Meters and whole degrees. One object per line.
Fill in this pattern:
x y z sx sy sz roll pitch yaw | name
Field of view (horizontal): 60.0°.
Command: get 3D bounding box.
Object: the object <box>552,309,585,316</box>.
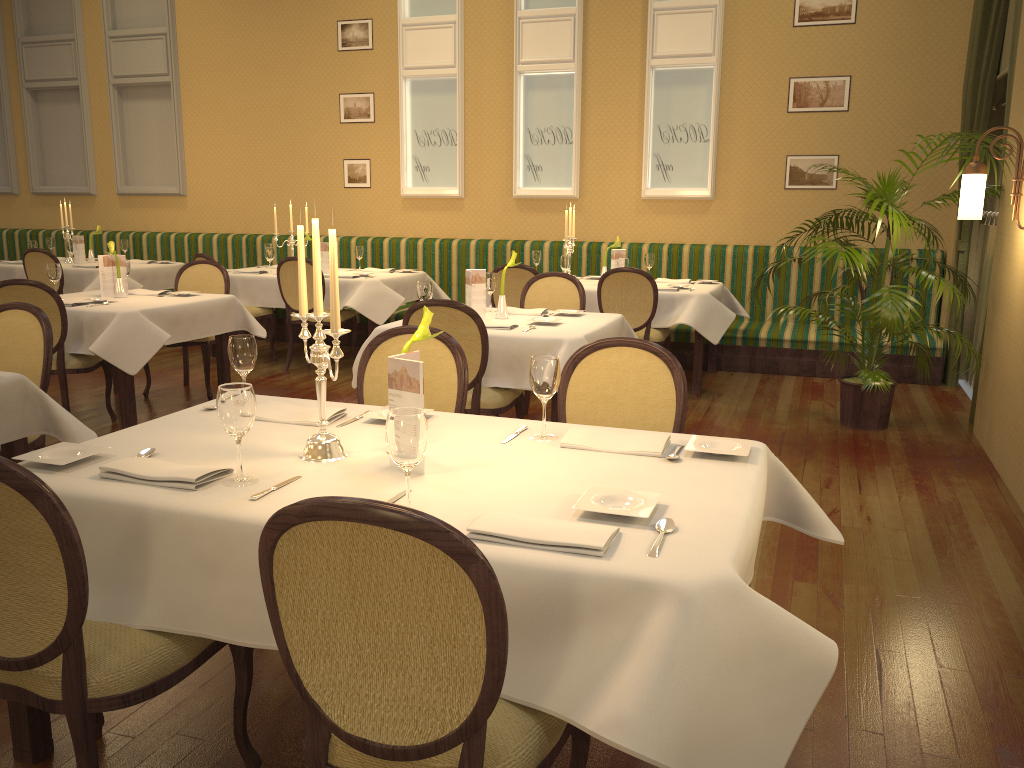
0.326 -0.409 5.130 0.160 0.024 0.160 4 12 19 | object

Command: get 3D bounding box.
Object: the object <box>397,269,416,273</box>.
-0.958 -1.029 8.093 0.160 0.024 0.160 4 12 19 | object

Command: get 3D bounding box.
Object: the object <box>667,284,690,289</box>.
1.271 -0.741 6.780 0.160 0.024 0.160 4 12 19 | object

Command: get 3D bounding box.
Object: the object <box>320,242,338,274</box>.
-1.630 -1.122 7.895 0.166 0.277 0.081 -4 12 -19 | object

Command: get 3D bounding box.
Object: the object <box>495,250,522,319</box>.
-0.025 -0.557 4.961 0.076 0.375 0.163 10 15 40 | object

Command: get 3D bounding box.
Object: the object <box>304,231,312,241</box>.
-1.806 -1.199 8.013 0.076 0.375 0.163 10 15 40 | object

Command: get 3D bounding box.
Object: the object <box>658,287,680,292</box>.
1.109 -0.712 6.640 0.273 0.024 0.142 4 12 19 | object

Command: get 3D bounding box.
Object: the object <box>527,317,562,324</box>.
0.177 -0.333 4.756 0.160 0.024 0.160 4 12 19 | object

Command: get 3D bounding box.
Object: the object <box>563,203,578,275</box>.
0.472 -1.159 7.232 0.131 0.655 0.390 6 13 24 | object

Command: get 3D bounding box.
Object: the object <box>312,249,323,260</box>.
-1.677 -1.051 7.658 0.088 0.229 0.088 -4 13 -22 | object

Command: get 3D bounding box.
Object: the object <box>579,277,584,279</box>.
0.577 -0.897 7.541 0.017 0.010 0.185 5 12 20 | object

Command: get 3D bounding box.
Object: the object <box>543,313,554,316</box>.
0.214 -0.404 5.122 0.038 0.015 0.181 5 12 20 | object

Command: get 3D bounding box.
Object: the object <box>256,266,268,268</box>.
-2.418 -1.138 8.583 0.038 0.015 0.181 5 12 20 | object

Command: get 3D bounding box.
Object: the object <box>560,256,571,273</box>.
0.418 -0.885 6.932 0.088 0.229 0.088 -4 13 -22 | object

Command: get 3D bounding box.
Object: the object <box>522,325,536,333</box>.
0.083 -0.282 4.524 0.038 0.015 0.181 5 12 20 | object

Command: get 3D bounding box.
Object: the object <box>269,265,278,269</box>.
-2.150 -1.111 8.430 0.273 0.033 0.142 4 12 19 | object

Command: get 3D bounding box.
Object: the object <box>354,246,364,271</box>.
-1.412 -1.162 8.207 0.088 0.229 0.088 -6 13 -28 | object

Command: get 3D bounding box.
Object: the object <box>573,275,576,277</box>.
0.397 -0.911 7.558 0.273 0.033 0.142 4 12 19 | object

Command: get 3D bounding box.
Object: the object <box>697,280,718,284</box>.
1.589 -0.830 7.221 0.160 0.024 0.160 4 12 19 | object

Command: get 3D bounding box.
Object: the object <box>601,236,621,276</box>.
0.796 -1.010 7.191 0.163 0.375 0.076 2 12 6 | object

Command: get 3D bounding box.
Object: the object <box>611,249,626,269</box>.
0.825 -0.932 7.068 0.081 0.277 0.166 9 14 35 | object

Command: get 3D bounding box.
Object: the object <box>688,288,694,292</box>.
1.332 -0.704 6.619 0.038 0.015 0.181 5 12 20 | object

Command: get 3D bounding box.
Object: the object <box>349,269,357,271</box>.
-1.494 -1.059 8.249 0.017 0.010 0.185 5 12 20 | object

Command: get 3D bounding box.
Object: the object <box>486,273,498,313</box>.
-0.128 -0.542 5.245 0.088 0.229 0.088 -4 13 -22 | object

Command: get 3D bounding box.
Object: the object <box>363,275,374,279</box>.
-1.215 -0.903 7.491 0.038 0.015 0.181 5 12 20 | object

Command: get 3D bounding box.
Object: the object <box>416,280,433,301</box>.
-0.461 -0.432 4.699 0.088 0.229 0.088 -4 13 -22 | object

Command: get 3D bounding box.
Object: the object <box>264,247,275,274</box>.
-2.129 -1.084 7.803 0.088 0.229 0.088 -4 13 -22 | object

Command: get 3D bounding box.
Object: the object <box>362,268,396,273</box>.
-1.222 -1.046 8.151 0.273 0.033 0.142 4 12 19 | object

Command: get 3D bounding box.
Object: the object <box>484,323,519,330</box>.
-0.116 -0.306 4.618 0.273 0.024 0.142 4 12 19 | object

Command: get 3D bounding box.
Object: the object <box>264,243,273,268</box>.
-2.336 -1.235 8.528 0.088 0.229 0.088 -4 13 -22 | object

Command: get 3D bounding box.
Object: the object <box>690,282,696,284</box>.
1.477 -0.825 7.213 0.038 0.015 0.181 5 12 20 | object

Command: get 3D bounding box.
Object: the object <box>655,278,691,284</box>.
1.325 -0.846 7.280 0.273 0.033 0.142 4 12 19 | object

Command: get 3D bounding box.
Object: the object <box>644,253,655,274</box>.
1.136 -0.962 7.336 0.088 0.229 0.088 -4 13 -22 | object

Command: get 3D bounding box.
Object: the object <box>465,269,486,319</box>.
-0.218 -0.487 4.865 0.081 0.277 0.166 6 13 25 | object

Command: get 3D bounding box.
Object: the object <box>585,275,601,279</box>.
0.710 -0.902 7.541 0.160 0.024 0.160 4 12 19 | object

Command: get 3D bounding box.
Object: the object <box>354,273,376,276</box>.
-1.276 -0.941 7.651 0.160 0.024 0.160 4 12 19 | object

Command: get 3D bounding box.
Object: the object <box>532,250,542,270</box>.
0.212 -1.036 7.657 0.088 0.229 0.088 -4 13 -22 | object

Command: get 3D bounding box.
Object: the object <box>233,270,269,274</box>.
-2.317 -0.995 7.864 0.273 0.033 0.142 4 12 19 | object

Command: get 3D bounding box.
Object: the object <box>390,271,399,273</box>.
-1.070 -1.024 8.084 0.038 0.015 0.181 5 12 20 | object

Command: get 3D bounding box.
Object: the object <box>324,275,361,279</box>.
-1.438 -0.912 7.511 0.273 0.024 0.142 4 12 19 | object

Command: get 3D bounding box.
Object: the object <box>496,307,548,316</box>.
0.061 -0.426 5.189 0.273 0.033 0.142 4 12 19 | object

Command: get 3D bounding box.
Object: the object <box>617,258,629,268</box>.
0.840 -0.837 6.717 0.088 0.229 0.088 -4 13 -22 | object
